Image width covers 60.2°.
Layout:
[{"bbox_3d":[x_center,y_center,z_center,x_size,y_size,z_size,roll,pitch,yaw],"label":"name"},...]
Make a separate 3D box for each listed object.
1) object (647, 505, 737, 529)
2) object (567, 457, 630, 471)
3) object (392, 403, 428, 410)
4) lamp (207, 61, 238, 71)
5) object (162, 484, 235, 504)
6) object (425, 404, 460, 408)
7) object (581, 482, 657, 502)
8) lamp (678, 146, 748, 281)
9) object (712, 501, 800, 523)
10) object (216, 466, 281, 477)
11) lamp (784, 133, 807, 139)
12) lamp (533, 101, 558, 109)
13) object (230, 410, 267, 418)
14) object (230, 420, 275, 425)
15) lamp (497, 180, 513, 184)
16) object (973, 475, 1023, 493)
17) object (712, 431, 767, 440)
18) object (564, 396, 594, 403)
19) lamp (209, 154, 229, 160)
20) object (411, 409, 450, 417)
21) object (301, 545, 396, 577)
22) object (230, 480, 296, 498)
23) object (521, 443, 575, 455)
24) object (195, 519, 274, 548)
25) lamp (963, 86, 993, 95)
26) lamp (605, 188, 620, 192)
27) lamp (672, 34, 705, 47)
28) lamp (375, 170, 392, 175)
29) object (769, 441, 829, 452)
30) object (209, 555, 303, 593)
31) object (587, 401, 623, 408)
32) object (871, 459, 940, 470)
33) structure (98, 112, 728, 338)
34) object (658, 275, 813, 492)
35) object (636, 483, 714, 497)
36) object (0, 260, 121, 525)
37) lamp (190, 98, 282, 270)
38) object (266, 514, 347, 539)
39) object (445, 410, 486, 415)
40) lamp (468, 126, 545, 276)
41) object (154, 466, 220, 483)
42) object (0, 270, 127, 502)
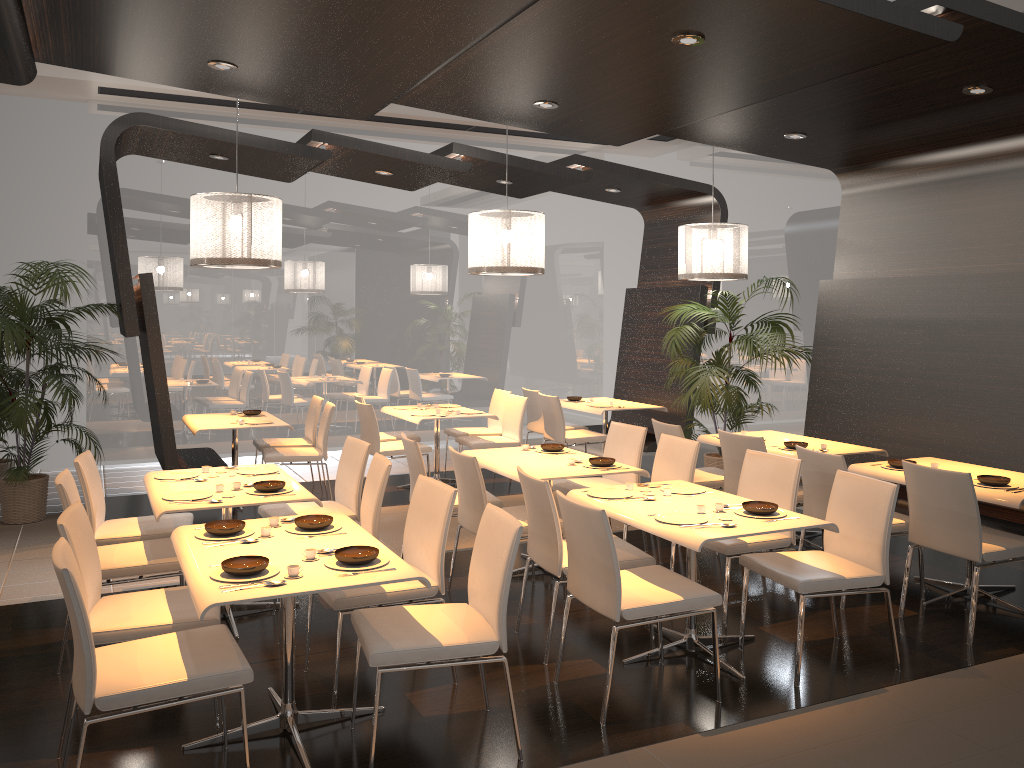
[{"bbox_3d":[0.841,0.607,4.045,0.335,0.038,0.377,-2,5,-31],"label":"object"},{"bbox_3d":[0.520,0.487,5.496,0.303,0.044,0.365,-2,5,-26],"label":"object"},{"bbox_3d":[-0.990,0.226,8.757,0.335,0.038,0.377,-2,5,-31],"label":"object"},{"bbox_3d":[-1.590,-1.762,4.860,0.160,0.050,0.161,-2,5,-31],"label":"lamp"},{"bbox_3d":[-1.590,0.559,4.491,0.335,0.038,0.377,-2,5,-31],"label":"object"},{"bbox_3d":[-0.710,0.210,8.979,0.335,0.038,0.377,-3,6,-36],"label":"object"},{"bbox_3d":[0.576,0.562,4.599,0.335,0.038,0.377,-2,5,-31],"label":"object"},{"bbox_3d":[1.852,-1.923,8.139,0.627,1.930,0.627,0,0,6],"label":"lamp"},{"bbox_3d":[1.138,0.593,4.203,0.303,0.044,0.365,-2,5,-26],"label":"object"},{"bbox_3d":[-1.568,0.500,5.239,0.335,0.038,0.377,-3,6,-36],"label":"object"},{"bbox_3d":[2.125,-1.874,6.631,0.161,0.050,0.162,-1,4,-20],"label":"lamp"},{"bbox_3d":[0.220,-1.821,5.722,0.161,0.050,0.162,-1,4,-20],"label":"lamp"},{"bbox_3d":[-2.420,0.266,8.115,0.303,0.044,0.365,-2,5,-26],"label":"object"},{"bbox_3d":[-2.228,0.313,7.571,0.335,0.038,0.377,-3,6,-36],"label":"object"},{"bbox_3d":[-0.075,-2.043,8.881,0.161,0.056,0.162,-2,5,-31],"label":"lamp"},{"bbox_3d":[2.722,0.544,4.915,0.303,0.044,0.365,-2,5,-26],"label":"object"},{"bbox_3d":[1.753,0.398,6.754,0.335,0.038,0.377,-2,5,-31],"label":"object"},{"bbox_3d":[0.717,0.164,9.601,0.303,0.044,0.365,-2,5,-26],"label":"object"},{"bbox_3d":[-2.552,-1.989,7.699,0.160,0.054,0.161,-1,4,-20],"label":"lamp"},{"bbox_3d":[-0.755,0.271,8.195,0.335,0.038,0.377,-2,5,-31],"label":"object"},{"bbox_3d":[-0.623,0.651,3.344,0.303,0.044,0.365,-2,5,-26],"label":"object"},{"bbox_3d":[-1.317,0.543,4.670,0.303,0.044,0.365,-2,5,-26],"label":"object"},{"bbox_3d":[0.241,0.440,6.082,0.303,0.044,0.365,-2,5,-26],"label":"object"},{"bbox_3d":[-1.179,0.617,3.742,0.303,0.044,0.365,-2,5,-26],"label":"object"},{"bbox_3d":[2.775,-1.763,5.268,0.161,0.050,0.162,-1,4,-20],"label":"lamp"},{"bbox_3d":[1.076,-2.081,9.430,0.161,0.056,0.162,-2,5,-31],"label":"lamp"},{"bbox_3d":[0.870,-1.710,4.359,0.161,0.050,0.162,-1,4,-20],"label":"lamp"},{"bbox_3d":[-1.208,-2.006,8.340,0.161,0.056,0.162,-2,5,-31],"label":"lamp"},{"bbox_3d":[2.040,0.438,6.223,0.303,0.044,0.365,-2,5,-26],"label":"object"},{"bbox_3d":[-0.923,0.663,3.177,0.303,0.044,0.365,-2,5,-26],"label":"object"},{"bbox_3d":[0.978,0.213,9.041,0.335,0.038,0.377,-2,5,-31],"label":"object"},{"bbox_3d":[2.451,0.500,5.458,0.303,0.044,0.365,-2,5,-26],"label":"object"},{"bbox_3d":[-0.728,-1.350,8.562,5.934,1.727,1.404,-2,2,-25],"label":"structure"},{"bbox_3d":[2.083,-0.013,8.342,1.504,2.059,1.564,0,2,-12],"label":"object"},{"bbox_3d":[0.851,0.551,4.749,0.335,0.038,0.377,-3,6,-36],"label":"object"},{"bbox_3d":[-3.844,0.066,6.959,1.561,2.059,1.507,-1,2,-32],"label":"object"},{"bbox_3d":[-1.964,-1.799,6.319,0.627,1.930,0.627,0,0,2],"label":"lamp"},{"bbox_3d":[-0.903,0.609,3.868,0.303,0.044,0.365,-2,5,-26],"label":"object"},{"bbox_3d":[-0.458,0.255,8.417,0.335,0.038,0.377,-3,6,-36],"label":"object"},{"bbox_3d":[-0.041,-1.861,7.236,0.627,1.930,0.627,0,0,2],"label":"lamp"},{"bbox_3d":[-1.855,0.514,5.045,0.335,0.038,0.377,-2,5,-31],"label":"object"},{"bbox_3d":[-4.509,-0.007,7.842,1.562,2.059,1.506,1,2,26],"label":"object"}]
